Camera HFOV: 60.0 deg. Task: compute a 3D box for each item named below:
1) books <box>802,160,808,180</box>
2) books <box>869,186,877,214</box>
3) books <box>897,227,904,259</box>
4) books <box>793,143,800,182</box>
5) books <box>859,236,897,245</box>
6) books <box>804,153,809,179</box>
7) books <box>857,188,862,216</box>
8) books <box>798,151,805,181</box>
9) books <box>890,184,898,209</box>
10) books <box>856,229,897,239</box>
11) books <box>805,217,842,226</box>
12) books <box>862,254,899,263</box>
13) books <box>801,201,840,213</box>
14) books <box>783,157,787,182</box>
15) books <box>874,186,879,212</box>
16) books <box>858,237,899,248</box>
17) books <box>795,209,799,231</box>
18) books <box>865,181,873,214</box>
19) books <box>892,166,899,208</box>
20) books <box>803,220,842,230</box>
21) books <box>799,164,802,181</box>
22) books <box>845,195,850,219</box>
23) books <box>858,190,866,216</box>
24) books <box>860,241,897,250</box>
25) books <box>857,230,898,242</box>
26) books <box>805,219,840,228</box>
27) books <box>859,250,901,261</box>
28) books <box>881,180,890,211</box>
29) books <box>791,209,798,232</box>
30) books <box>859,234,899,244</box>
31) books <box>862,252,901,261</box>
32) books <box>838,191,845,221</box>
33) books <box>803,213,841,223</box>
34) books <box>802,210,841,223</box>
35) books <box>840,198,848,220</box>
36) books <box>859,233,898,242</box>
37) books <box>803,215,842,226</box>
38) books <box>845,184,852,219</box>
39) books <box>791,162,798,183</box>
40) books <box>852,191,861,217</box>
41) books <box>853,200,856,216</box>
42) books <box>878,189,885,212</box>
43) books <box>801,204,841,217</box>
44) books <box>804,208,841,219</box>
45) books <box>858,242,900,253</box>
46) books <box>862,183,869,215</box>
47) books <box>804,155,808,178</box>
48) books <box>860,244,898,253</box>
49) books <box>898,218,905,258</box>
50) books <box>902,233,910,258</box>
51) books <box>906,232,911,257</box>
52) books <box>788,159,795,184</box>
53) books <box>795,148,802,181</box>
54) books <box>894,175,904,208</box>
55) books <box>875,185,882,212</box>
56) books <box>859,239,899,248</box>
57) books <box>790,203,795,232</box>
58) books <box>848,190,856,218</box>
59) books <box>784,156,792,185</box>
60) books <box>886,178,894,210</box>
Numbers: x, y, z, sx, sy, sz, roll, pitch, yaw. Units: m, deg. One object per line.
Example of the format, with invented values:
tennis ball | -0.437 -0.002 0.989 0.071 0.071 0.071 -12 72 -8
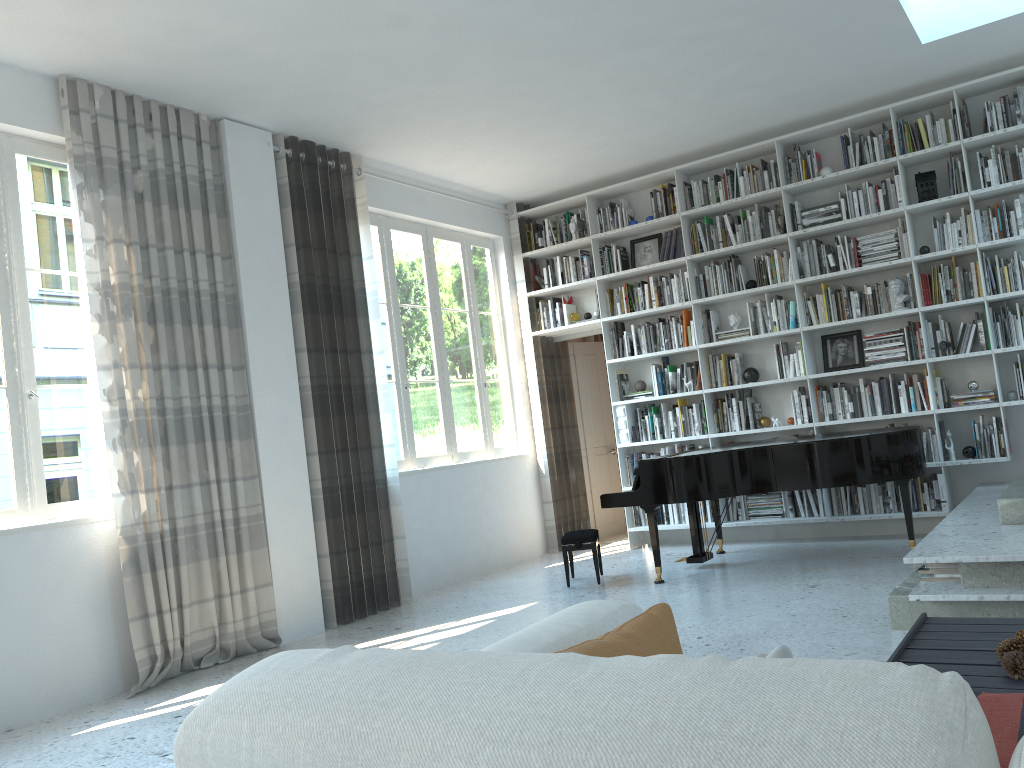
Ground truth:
books | 2.303 -1.641 6.928 0.023 0.195 0.172 -9 -4 33
books | 2.720 -1.353 6.644 0.023 0.222 0.190 -9 -4 33
books | 2.883 -1.025 6.549 0.012 0.254 0.161 -9 -4 33
books | 2.257 -1.707 6.966 0.014 0.340 0.145 -9 -4 33
books | 2.751 -1.065 6.644 0.254 0.012 0.161 -10 -5 38
books | 2.324 -1.671 6.922 0.014 0.248 0.139 -9 -4 33
books | 2.649 -1.351 6.714 0.012 0.244 0.131 -9 -4 33
books | 2.278 -1.673 6.929 0.011 0.264 0.163 -9 -4 33
books | 2.846 -1.363 6.564 0.029 0.202 0.191 -9 -4 33
books | 2.748 -1.115 6.653 0.285 0.012 0.159 -9 -5 35
books | 2.418 -1.245 6.865 0.254 0.012 0.161 -9 -4 30
books | 2.773 -0.933 6.646 0.254 0.012 0.161 -9 -4 33
books | 2.409 -1.360 6.876 0.285 0.024 0.159 -9 -4 33
books | 2.190 -1.652 7.012 0.012 0.254 0.161 -9 -4 33
books | 2.749 -1.361 6.639 0.010 0.230 0.152 -9 -4 33
books | 2.757 -1.053 6.651 0.285 0.012 0.159 -9 -4 32
books | 2.264 -1.275 6.964 0.013 0.218 0.141 -9 -4 33
books | 2.703 -1.373 6.665 0.023 0.269 0.184 -9 -4 33
books | 2.860 -1.431 6.563 0.012 0.334 0.155 -9 -4 33
books | 2.420 -1.221 6.863 0.285 0.012 0.159 -10 -5 36
books | 2.288 -1.643 6.955 0.011 0.205 0.145 -9 -4 33
books | 2.586 -1.329 6.774 0.024 0.223 0.128 -9 -4 33
books | 2.662 -1.341 6.694 0.028 0.219 0.183 -9 -4 33
books | 2.757 -1.029 6.646 0.254 0.012 0.161 -9 -4 30
books | 2.746 -1.103 6.646 0.285 0.012 0.159 -9 -4 28
books | 2.417 -1.233 6.860 0.254 0.012 0.161 -10 -5 38
books | 2.766 -0.957 6.642 0.285 0.012 0.159 -9 -4 30
books | 2.793 -1.378 6.596 0.032 0.248 0.173 -9 -4 33
books | 2.242 -1.264 6.964 0.027 0.201 0.167 -9 -4 33
books | 2.752 -1.079 6.651 0.254 0.012 0.161 -9 -5 35
books | 2.770 -0.945 6.645 0.254 0.012 0.161 -9 -4 32
books | 2.535 -1.338 6.778 0.012 0.254 0.161 -9 -4 33
books | 2.416 -1.269 6.868 0.285 0.012 0.159 -9 -4 31
books | 2.411 -1.287 6.862 0.285 0.024 0.159 -10 -5 38
books | 2.551 -1.308 6.762 0.025 0.187 0.193 -9 -4 33
books | 2.753 -1.091 6.655 0.254 0.012 0.161 -9 -4 33
books | 2.416 -1.257 6.865 0.285 0.012 0.159 -9 -4 30
books | 2.574 -1.361 6.732 0.011 0.284 0.190 -9 -4 33
books | 2.242 -1.631 6.962 0.026 0.194 0.166 -9 -4 33
books | 2.627 -1.334 6.713 0.027 0.216 0.190 -9 -4 33
books | 2.621 -1.326 6.735 0.011 0.204 0.133 -9 -4 33
books | 2.772 -1.344 6.612 0.029 0.188 0.176 -9 -4 33
books | 2.409 -1.336 6.870 0.285 0.024 0.159 -9 -5 35
books | 2.410 -1.311 6.865 0.254 0.025 0.161 -9 -4 29
books | 2.759 -1.017 6.645 0.285 0.012 0.159 -10 -5 36
books | 2.693 -1.372 6.696 0.029 0.273 0.140 -9 -4 33
books | 2.324 -1.662 6.938 0.006 0.233 0.136 -9 -4 33
books | 2.763 -1.005 6.648 0.254 0.012 0.161 -9 -4 34
books | 2.898 -1.059 6.557 0.012 0.318 0.139 -9 -4 33
books | 2.921 -1.002 6.540 0.030 0.198 0.172 -9 -4 33
books | 2.948 -1.009 6.529 0.030 0.205 0.158 -9 -4 33
books | 2.227 -1.645 6.987 0.023 0.227 0.157 -9 -4 33
books | 2.267 -1.686 6.953 0.010 0.296 0.153 -9 -4 33
books | 2.859 -1.387 6.488 0.037 0.237 0.272 -9 -4 33
books | 2.755 -1.362 6.627 0.012 0.230 0.158 -9 -4 33
books | 2.757 -1.041 6.649 0.254 0.012 0.161 -9 -5 35
books | 2.233 -1.288 6.993 0.012 0.254 0.161 -9 -4 33
books | 2.599 -1.340 6.735 0.021 0.237 0.171 -9 -4 33
books | 2.195 -1.654 6.985 0.026 0.253 0.185 -9 -4 33
books | 2.826 -1.389 6.593 0.029 0.261 0.133 -9 -4 33
